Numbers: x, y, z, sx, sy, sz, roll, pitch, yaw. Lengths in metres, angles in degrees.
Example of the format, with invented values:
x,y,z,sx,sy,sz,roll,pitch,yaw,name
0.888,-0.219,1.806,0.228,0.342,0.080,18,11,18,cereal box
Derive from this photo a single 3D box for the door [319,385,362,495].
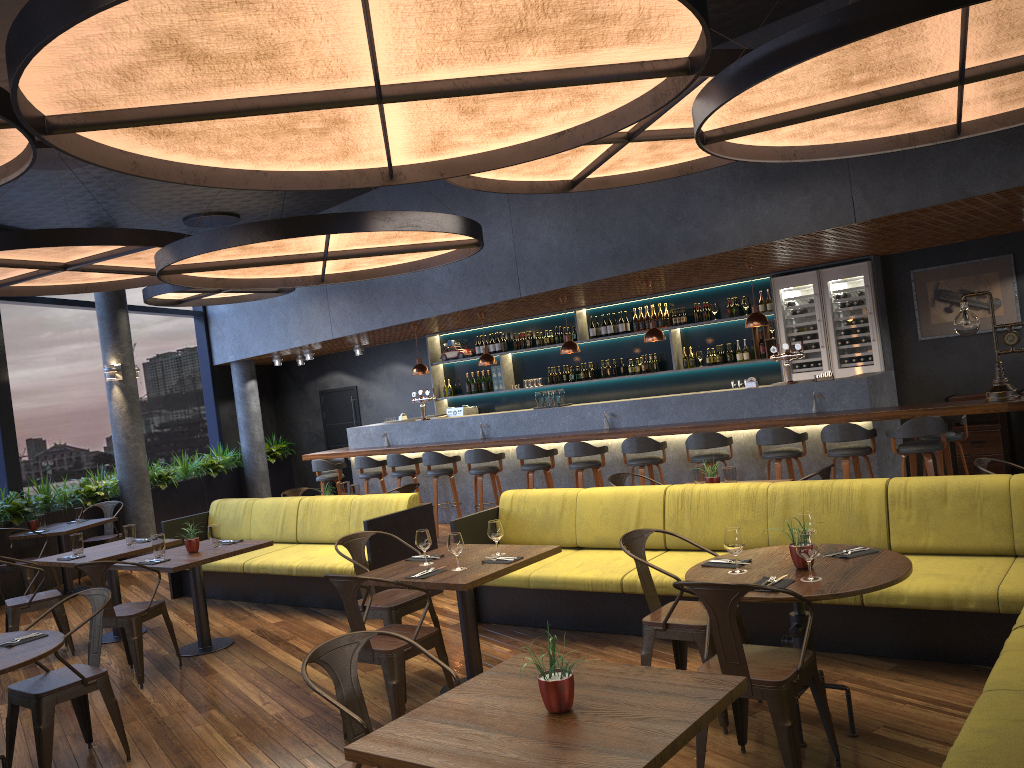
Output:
x,y,z,sx,sy,sz,roll,pitch,yaw,name
-3.050,1.093,16.222,1.012,2.056,0.137,-7,0,37,door

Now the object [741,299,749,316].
x,y,z,sx,sy,sz,roll,pitch,yaw,name
2.956,-0.969,11.217,0.097,0.206,0.097,-7,0,6,object

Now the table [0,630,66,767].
x,y,z,sx,sy,sz,roll,pitch,yaw,name
-2.716,1.743,4.373,1.007,0.760,1.007,-7,0,25,table

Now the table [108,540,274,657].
x,y,z,sx,sy,sz,roll,pitch,yaw,name
-2.479,1.705,6.987,0.906,0.763,0.887,-7,0,37,table

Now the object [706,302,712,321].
x,y,z,sx,sy,sz,roll,pitch,yaw,name
2.568,-0.946,11.605,0.063,0.254,0.063,-7,0,25,object

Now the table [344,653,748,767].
x,y,z,sx,sy,sz,roll,pitch,yaw,name
0.168,1.386,2.734,0.906,0.763,0.887,-7,0,37,table

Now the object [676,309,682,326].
x,y,z,sx,sy,sz,roll,pitch,yaw,name
2.211,-0.887,11.766,0.056,0.227,0.056,-7,0,14,object

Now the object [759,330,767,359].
x,y,z,sx,sy,sz,roll,pitch,yaw,name
3.149,-0.500,11.153,0.091,0.369,0.092,-7,0,6,object

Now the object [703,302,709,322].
x,y,z,sx,sy,sz,roll,pitch,yaw,name
2.512,-0.938,11.529,0.063,0.254,0.063,-7,0,10,object

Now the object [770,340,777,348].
x,y,z,sx,sy,sz,roll,pitch,yaw,name
3.274,-0.438,11.065,0.097,0.206,0.097,-7,0,-12,object

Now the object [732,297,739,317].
x,y,z,sx,sy,sz,roll,pitch,yaw,name
2.831,-0.977,11.259,0.063,0.254,0.063,-7,0,-25,object

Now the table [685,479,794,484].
x,y,z,sx,sy,sz,roll,pitch,yaw,name
1.595,1.192,6.762,0.906,0.763,0.887,-7,0,37,table

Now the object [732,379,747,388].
x,y,z,sx,sy,sz,roll,pitch,yaw,name
2.984,0.185,11.396,0.310,0.492,0.204,-7,0,37,object

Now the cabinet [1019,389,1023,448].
x,y,z,sx,sy,sz,roll,pitch,yaw,name
5.669,0.548,9.252,0.553,1.007,0.473,-7,0,37,cabinet

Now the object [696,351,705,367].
x,y,z,sx,sy,sz,roll,pitch,yaw,name
2.473,-0.326,11.650,0.097,0.206,0.097,-7,0,6,object

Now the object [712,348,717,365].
x,y,z,sx,sy,sz,roll,pitch,yaw,name
2.646,-0.357,11.621,0.088,0.224,0.088,-7,0,32,object

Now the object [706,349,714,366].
x,y,z,sx,sy,sz,roll,pitch,yaw,name
2.568,-0.347,11.543,0.088,0.224,0.088,-7,0,7,object

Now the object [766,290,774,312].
x,y,z,sx,sy,sz,roll,pitch,yaw,name
3.216,-1.038,11.083,0.079,0.281,0.079,-7,0,6,object

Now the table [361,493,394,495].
x,y,z,sx,sy,sz,roll,pitch,yaw,name
-1.613,1.588,9.192,0.887,0.763,0.906,-7,0,37,table

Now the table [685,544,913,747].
x,y,z,sx,sy,sz,roll,pitch,yaw,name
1.361,1.231,4.127,1.007,0.760,1.007,-7,0,-15,table

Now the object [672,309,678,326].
x,y,z,sx,sy,sz,roll,pitch,yaw,name
2.163,-0.881,11.803,0.056,0.227,0.056,-7,0,-1,object

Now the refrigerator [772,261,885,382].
x,y,z,sx,sy,sz,roll,pitch,yaw,name
3.849,-0.315,10.590,1.159,2.109,0.454,-7,0,37,refrigerator

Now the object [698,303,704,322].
x,y,z,sx,sy,sz,roll,pitch,yaw,name
2.476,-0.934,11.673,0.063,0.254,0.063,-7,0,0,object

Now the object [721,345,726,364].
x,y,z,sx,sy,sz,roll,pitch,yaw,name
2.753,-0.385,11.585,0.063,0.254,0.063,-7,0,0,object

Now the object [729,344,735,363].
x,y,z,sx,sy,sz,roll,pitch,yaw,name
2.838,-0.395,11.488,0.063,0.254,0.063,-7,0,-45,object

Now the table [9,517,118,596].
x,y,z,sx,sy,sz,roll,pitch,yaw,name
-5.194,2.035,10.263,0.887,0.763,0.906,-7,0,12,table

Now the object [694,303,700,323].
x,y,z,sx,sy,sz,roll,pitch,yaw,name
2.411,-0.926,11.597,0.063,0.254,0.063,-7,0,35,object

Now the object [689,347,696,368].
x,y,z,sx,sy,sz,roll,pitch,yaw,name
2.386,-0.353,11.780,0.079,0.281,0.079,-7,0,16,object

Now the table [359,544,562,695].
x,y,z,sx,sy,sz,roll,pitch,yaw,name
-0.276,1.433,5.274,0.887,0.763,0.906,-7,0,37,table

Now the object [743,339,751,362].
x,y,z,sx,sy,sz,roll,pitch,yaw,name
2.987,-0.429,11.318,0.079,0.281,0.079,-7,0,31,object

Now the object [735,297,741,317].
x,y,z,sx,sy,sz,roll,pitch,yaw,name
2.880,-0.984,11.348,0.063,0.254,0.063,-7,0,0,object

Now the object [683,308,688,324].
x,y,z,sx,sy,sz,roll,pitch,yaw,name
2.296,-0.898,11.778,0.056,0.227,0.056,-7,0,39,object

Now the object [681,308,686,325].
x,y,z,sx,sy,sz,roll,pitch,yaw,name
2.260,-0.893,11.729,0.056,0.227,0.056,-7,0,24,object

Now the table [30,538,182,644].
x,y,z,sx,sy,sz,roll,pitch,yaw,name
-3.502,1.831,7.772,0.887,0.763,0.906,-7,0,37,table

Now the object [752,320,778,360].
x,y,z,sx,sy,sz,roll,pitch,yaw,name
3.199,-0.552,11.108,0.300,0.475,0.161,-7,0,37,object

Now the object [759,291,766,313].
x,y,z,sx,sy,sz,roll,pitch,yaw,name
3.140,-1.029,11.141,0.079,0.281,0.079,-7,0,-44,object

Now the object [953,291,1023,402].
x,y,z,sx,sy,sz,roll,pitch,yaw,name
4.103,-0.329,7.568,0.566,0.944,0.263,-7,0,30,object

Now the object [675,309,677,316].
x,y,z,sx,sy,sz,roll,pitch,yaw,name
2.200,-0.886,11.852,0.056,0.227,0.056,-7,0,39,object

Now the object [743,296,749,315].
x,y,z,sx,sy,sz,roll,pitch,yaw,name
2.984,-0.997,11.349,0.063,0.254,0.063,-7,0,-45,object

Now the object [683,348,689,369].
x,y,z,sx,sy,sz,roll,pitch,yaw,name
2.313,-0.344,11.837,0.079,0.281,0.079,-7,0,41,object

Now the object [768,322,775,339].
x,y,z,sx,sy,sz,roll,pitch,yaw,name
3.245,-0.670,11.065,0.097,0.206,0.097,-7,0,-12,object

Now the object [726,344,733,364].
x,y,z,sx,sy,sz,roll,pitch,yaw,name
2.794,-0.390,11.417,0.063,0.254,0.063,-7,0,0,object

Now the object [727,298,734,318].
x,y,z,sx,sy,sz,roll,pitch,yaw,name
2.793,-0.973,11.364,0.063,0.254,0.063,-7,0,-10,object

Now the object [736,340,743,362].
x,y,z,sx,sy,sz,roll,pitch,yaw,name
2.913,-0.419,11.375,0.079,0.281,0.079,-7,0,11,object

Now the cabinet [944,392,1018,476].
x,y,z,sx,sy,sz,roll,pitch,yaw,name
5.121,0.615,9.674,0.553,1.007,0.473,-7,0,37,cabinet

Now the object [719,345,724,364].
x,y,z,sx,sy,sz,roll,pitch,yaw,name
2.710,-0.379,11.514,0.063,0.254,0.063,-7,0,-25,object

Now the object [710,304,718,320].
x,y,z,sx,sy,sz,roll,pitch,yaw,name
2.616,-0.927,11.458,0.097,0.206,0.097,-7,0,6,object

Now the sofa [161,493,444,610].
x,y,z,sx,sy,sz,roll,pitch,yaw,name
-2.164,1.584,8.437,3.061,0.914,0.966,-7,0,37,sofa

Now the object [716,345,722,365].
x,y,z,sx,sy,sz,roll,pitch,yaw,name
2.666,-0.374,11.446,0.063,0.254,0.063,-7,0,40,object
